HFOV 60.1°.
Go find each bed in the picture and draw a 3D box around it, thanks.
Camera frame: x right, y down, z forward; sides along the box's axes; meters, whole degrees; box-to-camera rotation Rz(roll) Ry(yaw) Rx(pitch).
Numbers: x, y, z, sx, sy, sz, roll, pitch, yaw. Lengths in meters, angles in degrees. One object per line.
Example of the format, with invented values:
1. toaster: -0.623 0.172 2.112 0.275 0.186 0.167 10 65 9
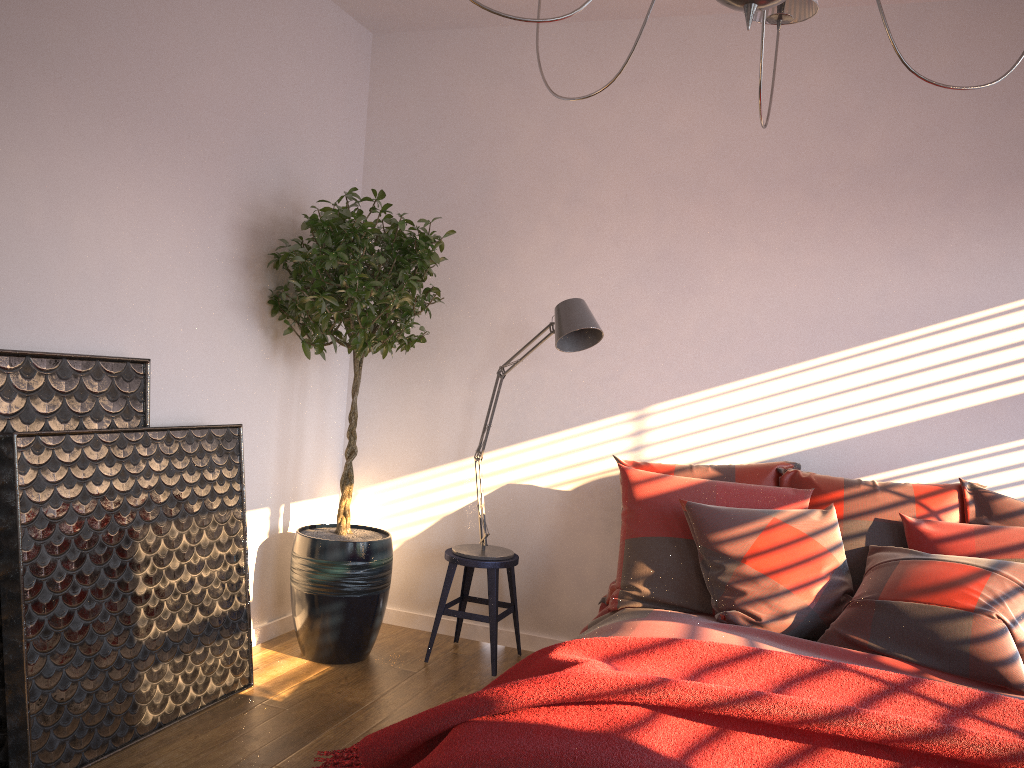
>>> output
1. bed: 1.035 0.968 2.546 2.033 0.772 2.312 5 1 19

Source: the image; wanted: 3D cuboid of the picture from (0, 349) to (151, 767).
1. picture: -1.514 0.525 2.502 0.172 1.256 1.248 6 2 20

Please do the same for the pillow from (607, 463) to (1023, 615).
1. pillow: 1.211 0.661 3.158 1.811 0.553 0.527 5 2 20

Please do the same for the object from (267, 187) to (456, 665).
1. object: -0.736 0.184 3.819 0.811 2.026 0.800 6 3 23

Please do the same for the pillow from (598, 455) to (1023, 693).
1. pillow: 1.272 0.695 3.101 2.139 0.736 1.143 5 1 18

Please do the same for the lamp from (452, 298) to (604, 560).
1. lamp: 0.041 0.211 3.719 0.279 1.130 0.785 3 3 -30

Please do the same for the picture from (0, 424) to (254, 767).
1. picture: -1.235 0.659 2.976 0.209 1.030 1.024 6 2 20

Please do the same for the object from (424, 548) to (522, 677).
1. object: -0.152 1.000 3.983 0.337 0.482 0.341 6 3 20

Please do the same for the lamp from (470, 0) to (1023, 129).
1. lamp: 0.433 -1.082 1.438 1.099 1.082 1.246 5 2 20

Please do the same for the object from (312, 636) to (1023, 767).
1. object: 0.779 1.020 1.935 2.640 0.662 0.682 5 2 20
